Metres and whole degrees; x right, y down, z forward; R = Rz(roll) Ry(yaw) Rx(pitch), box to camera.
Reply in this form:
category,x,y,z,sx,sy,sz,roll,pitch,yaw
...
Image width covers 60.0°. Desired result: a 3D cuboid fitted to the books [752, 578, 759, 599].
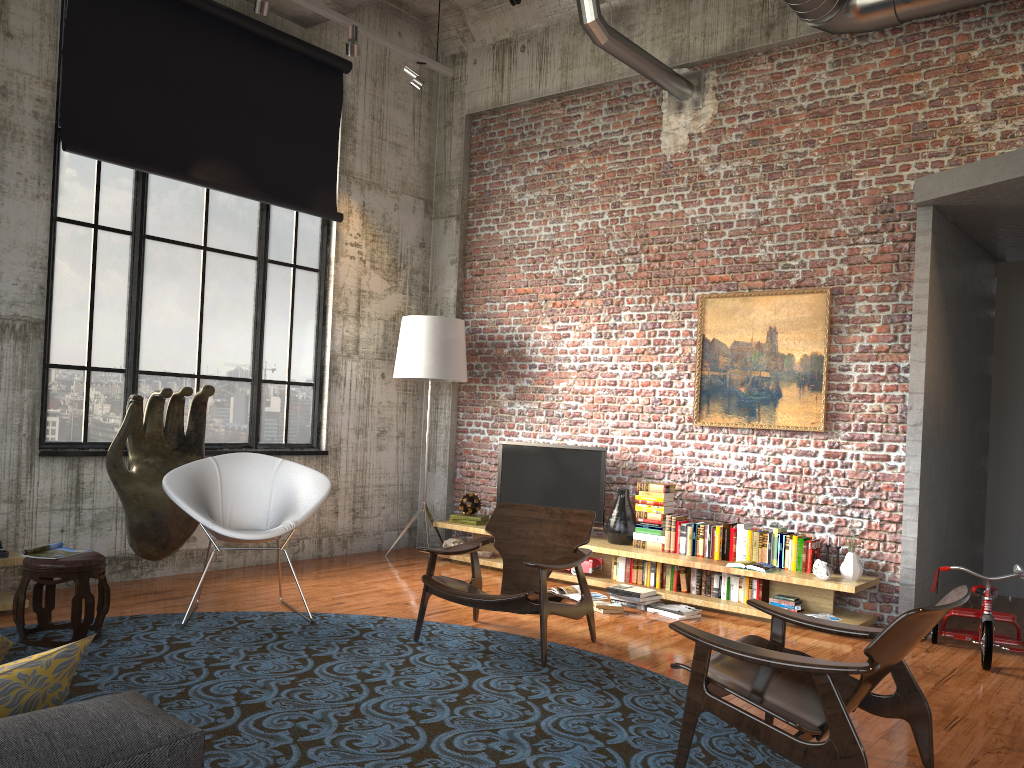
category,x,y,z,sx,sy,sz,roll,pitch,yaw
books,1.810,1.526,6.521,0.034,0.181,0.132,3,-1,39

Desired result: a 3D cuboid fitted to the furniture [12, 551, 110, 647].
category,x,y,z,sx,sy,sz,roll,pitch,yaw
furniture,-2.529,1.192,4.996,0.432,0.477,0.432,3,-1,-6

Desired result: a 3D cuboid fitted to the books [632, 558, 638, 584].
category,x,y,z,sx,sy,sz,roll,pitch,yaw
books,1.024,1.498,7.124,0.039,0.208,0.151,3,-1,39

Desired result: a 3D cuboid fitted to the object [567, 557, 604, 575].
category,x,y,z,sx,sy,sz,roll,pitch,yaw
object,0.457,1.500,7.494,0.599,0.174,0.244,2,-2,30

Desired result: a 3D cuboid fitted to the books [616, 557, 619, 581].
category,x,y,z,sx,sy,sz,roll,pitch,yaw
books,0.898,1.503,7.224,0.023,0.193,0.140,3,-1,39

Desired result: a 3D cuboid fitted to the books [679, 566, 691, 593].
category,x,y,z,sx,sy,sz,roll,pitch,yaw
books,1.356,1.483,6.864,0.088,0.256,0.153,2,-1,39

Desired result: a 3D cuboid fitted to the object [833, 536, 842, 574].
category,x,y,z,sx,sy,sz,roll,pitch,yaw
object,2.351,1.231,6.392,0.057,0.272,0.057,3,0,-1

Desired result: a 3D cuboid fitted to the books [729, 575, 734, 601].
category,x,y,z,sx,sy,sz,roll,pitch,yaw
books,1.675,1.524,6.641,0.034,0.181,0.132,3,-1,39

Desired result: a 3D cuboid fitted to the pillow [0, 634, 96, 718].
category,x,y,z,sx,sy,sz,roll,pitch,yaw
pillow,-1.031,0.672,1.567,0.537,0.446,0.260,4,-1,-44

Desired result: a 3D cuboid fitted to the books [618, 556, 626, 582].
category,x,y,z,sx,sy,sz,roll,pitch,yaw
books,0.937,1.478,7.206,0.057,0.246,0.172,3,-1,39

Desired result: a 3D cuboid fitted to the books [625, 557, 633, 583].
category,x,y,z,sx,sy,sz,roll,pitch,yaw
books,0.976,1.476,7.170,0.046,0.252,0.153,3,-1,39

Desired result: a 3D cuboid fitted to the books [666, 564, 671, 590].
category,x,y,z,sx,sy,sz,roll,pitch,yaw
books,1.259,1.503,6.933,0.039,0.208,0.151,3,-1,39

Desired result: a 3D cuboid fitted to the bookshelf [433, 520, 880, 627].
category,x,y,z,sx,sy,sz,roll,pitch,yaw
bookshelf,0.929,1.507,7.274,3.842,0.359,0.549,1,-2,39

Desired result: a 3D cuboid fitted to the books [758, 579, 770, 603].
category,x,y,z,sx,sy,sz,roll,pitch,yaw
books,1.843,1.521,6.485,0.026,0.191,0.138,3,-1,39

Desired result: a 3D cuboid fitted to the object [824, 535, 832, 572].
category,x,y,z,sx,sy,sz,roll,pitch,yaw
object,2.298,1.231,6.452,0.057,0.272,0.057,3,0,-1

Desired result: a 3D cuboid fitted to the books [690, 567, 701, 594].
category,x,y,z,sx,sy,sz,roll,pitch,yaw
books,1.433,1.502,6.828,0.049,0.214,0.149,3,-1,39

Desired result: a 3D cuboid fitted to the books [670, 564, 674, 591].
category,x,y,z,sx,sy,sz,roll,pitch,yaw
books,1.290,1.498,6.916,0.030,0.220,0.159,3,-1,39

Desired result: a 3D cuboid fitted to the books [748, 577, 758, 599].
category,x,y,z,sx,sy,sz,roll,pitch,yaw
books,1.784,1.520,6.535,0.026,0.191,0.138,3,-1,39

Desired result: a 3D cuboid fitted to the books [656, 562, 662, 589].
category,x,y,z,sx,sy,sz,roll,pitch,yaw
books,1.192,1.496,6.989,0.030,0.220,0.159,3,-1,39

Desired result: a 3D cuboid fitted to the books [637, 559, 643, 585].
category,x,y,z,sx,sy,sz,roll,pitch,yaw
books,1.060,1.496,7.099,0.049,0.213,0.148,3,-1,39

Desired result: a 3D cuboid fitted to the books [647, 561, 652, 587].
category,x,y,z,sx,sy,sz,roll,pitch,yaw
books,1.122,1.507,7.044,0.023,0.193,0.140,3,-1,39

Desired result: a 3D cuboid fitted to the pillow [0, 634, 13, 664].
category,x,y,z,sx,sy,sz,roll,pitch,yaw
pillow,-2.652,1.305,4.230,0.481,0.247,0.504,3,-2,5

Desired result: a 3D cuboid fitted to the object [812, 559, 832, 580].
category,x,y,z,sx,sy,sz,roll,pitch,yaw
object,2.160,1.294,6.158,0.123,0.123,0.251,3,-2,-6

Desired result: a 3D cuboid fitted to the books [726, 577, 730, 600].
category,x,y,z,sx,sy,sz,roll,pitch,yaw
books,1.645,1.529,6.647,0.020,0.168,0.122,3,-1,39

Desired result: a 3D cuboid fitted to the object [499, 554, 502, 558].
category,x,y,z,sx,sy,sz,roll,pitch,yaw
object,-0.047,1.499,8.013,0.168,0.172,0.068,2,-1,40

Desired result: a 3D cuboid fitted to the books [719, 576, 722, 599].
category,x,y,z,sx,sy,sz,roll,pitch,yaw
books,1.597,1.528,6.684,0.020,0.168,0.122,3,-1,39

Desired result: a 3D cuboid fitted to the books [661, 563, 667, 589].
category,x,y,z,sx,sy,sz,roll,pitch,yaw
books,1.236,1.495,6.978,0.052,0.225,0.157,3,-1,39

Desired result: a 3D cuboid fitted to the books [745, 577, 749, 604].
category,x,y,z,sx,sy,sz,roll,pitch,yaw
books,1.762,1.520,6.549,0.026,0.191,0.138,3,-1,39

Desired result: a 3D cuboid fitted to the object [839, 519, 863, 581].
category,x,y,z,sx,sy,sz,roll,pitch,yaw
object,2.359,1.136,6.144,0.197,0.445,0.234,3,-1,26

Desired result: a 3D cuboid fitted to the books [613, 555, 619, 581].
category,x,y,z,sx,sy,sz,roll,pitch,yaw
books,0.878,1.490,7.236,0.022,0.217,0.139,3,-1,39

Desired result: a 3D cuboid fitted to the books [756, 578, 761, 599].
category,x,y,z,sx,sy,sz,roll,pitch,yaw
books,1.827,1.522,6.500,0.019,0.189,0.121,3,-1,39

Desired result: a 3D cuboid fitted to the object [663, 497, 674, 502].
category,x,y,z,sx,sy,sz,roll,pitch,yaw
object,1.159,0.927,7.198,0.248,0.031,0.178,1,-3,39

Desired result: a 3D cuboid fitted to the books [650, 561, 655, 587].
category,x,y,z,sx,sy,sz,roll,pitch,yaw
books,1.149,1.505,7.033,0.032,0.200,0.146,3,-1,39

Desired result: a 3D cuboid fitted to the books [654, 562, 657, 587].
category,x,y,z,sx,sy,sz,roll,pitch,yaw
books,1.181,1.496,7.022,0.030,0.220,0.159,3,-1,39

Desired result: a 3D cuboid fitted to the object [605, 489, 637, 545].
category,x,y,z,sx,sy,sz,roll,pitch,yaw
object,0.921,1.105,7.406,0.268,0.455,0.268,3,-1,-20

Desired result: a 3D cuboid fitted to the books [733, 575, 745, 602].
category,x,y,z,sx,sy,sz,roll,pitch,yaw
books,1.695,1.521,6.604,0.043,0.186,0.129,3,-1,39

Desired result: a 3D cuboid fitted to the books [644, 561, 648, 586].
category,x,y,z,sx,sy,sz,roll,pitch,yaw
books,1.102,1.507,7.057,0.023,0.193,0.140,3,-1,39

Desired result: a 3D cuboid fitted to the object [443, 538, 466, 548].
category,x,y,z,sx,sy,sz,roll,pitch,yaw
object,-0.504,1.503,8.254,0.183,0.133,0.273,4,-2,-43

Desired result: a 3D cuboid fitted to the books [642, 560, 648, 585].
category,x,y,z,sx,sy,sz,roll,pitch,yaw
books,1.090,1.495,7.077,0.022,0.217,0.139,3,-1,39

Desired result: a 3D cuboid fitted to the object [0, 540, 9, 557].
category,x,y,z,sx,sy,sz,roll,pitch,yaw
object,-3.322,0.977,5.423,0.381,0.153,0.424,1,-2,39

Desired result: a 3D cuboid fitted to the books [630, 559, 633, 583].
category,x,y,z,sx,sy,sz,roll,pitch,yaw
books,1.002,1.505,7.147,0.023,0.193,0.140,3,-1,39

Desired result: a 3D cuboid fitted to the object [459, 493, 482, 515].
category,x,y,z,sx,sy,sz,roll,pitch,yaw
object,-0.390,1.125,8.309,0.214,0.207,0.216,2,-1,28

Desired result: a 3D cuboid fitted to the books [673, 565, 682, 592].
category,x,y,z,sx,sy,sz,roll,pitch,yaw
books,1.307,1.498,6.891,0.030,0.220,0.159,3,-1,39

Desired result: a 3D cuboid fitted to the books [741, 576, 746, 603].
category,x,y,z,sx,sy,sz,roll,pitch,yaw
books,1.744,1.520,6.567,0.026,0.191,0.138,3,-1,39

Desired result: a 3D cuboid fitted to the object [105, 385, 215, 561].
category,x,y,z,sx,sy,sz,roll,pitch,yaw
object,-2.522,0.635,6.292,0.728,1.296,0.456,3,-1,-40
